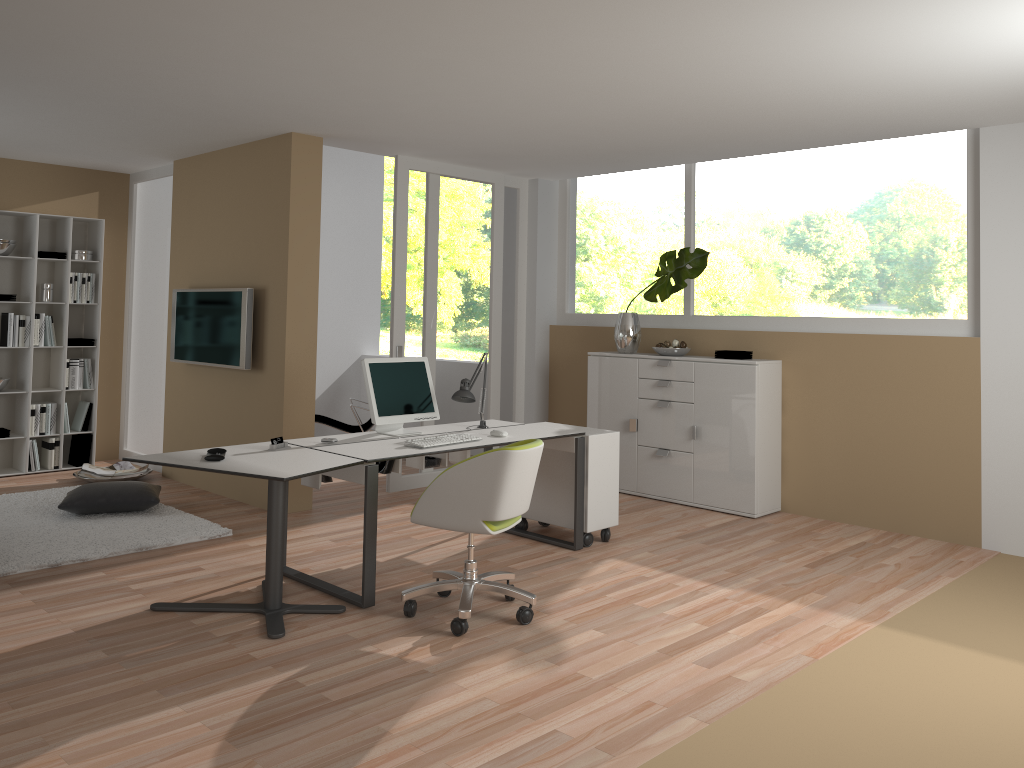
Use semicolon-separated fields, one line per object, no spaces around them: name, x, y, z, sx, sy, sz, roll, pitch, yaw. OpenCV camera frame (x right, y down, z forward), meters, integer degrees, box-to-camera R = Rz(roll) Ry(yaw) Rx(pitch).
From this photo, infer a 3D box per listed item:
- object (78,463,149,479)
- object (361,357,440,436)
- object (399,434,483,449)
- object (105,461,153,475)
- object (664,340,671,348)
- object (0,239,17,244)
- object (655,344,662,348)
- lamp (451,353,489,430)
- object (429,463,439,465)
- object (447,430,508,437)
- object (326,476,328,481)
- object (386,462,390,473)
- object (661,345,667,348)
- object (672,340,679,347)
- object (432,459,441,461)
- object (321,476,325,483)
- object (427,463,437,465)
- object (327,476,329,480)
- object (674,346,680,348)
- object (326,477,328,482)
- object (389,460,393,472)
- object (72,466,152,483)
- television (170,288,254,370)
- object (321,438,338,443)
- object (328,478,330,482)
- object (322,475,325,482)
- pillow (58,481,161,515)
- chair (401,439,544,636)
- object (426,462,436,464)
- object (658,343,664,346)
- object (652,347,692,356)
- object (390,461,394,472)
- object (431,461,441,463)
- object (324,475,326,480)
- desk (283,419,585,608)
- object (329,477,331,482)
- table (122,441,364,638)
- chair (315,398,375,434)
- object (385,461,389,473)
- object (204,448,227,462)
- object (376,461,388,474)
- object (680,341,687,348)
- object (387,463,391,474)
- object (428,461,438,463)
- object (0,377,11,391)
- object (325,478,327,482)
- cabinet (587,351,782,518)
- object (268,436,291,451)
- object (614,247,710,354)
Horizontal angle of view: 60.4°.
object;-3.204;0.708;7.073;0.498;0.097;0.343;0;4;-16
object;-0.644;0.066;5.071;0.197;0.433;0.465;0;0;44
object;-0.455;0.315;4.779;0.388;0.080;0.456;5;5;39
object;-3.180;0.717;7.117;0.500;0.097;0.342;5;6;44
object;1.207;-0.306;6.828;0.053;0.064;0.055;1;0;29
object;-4.229;-1.125;7.207;0.299;0.107;0.299;2;4;9
object;1.152;-0.283;6.894;0.056;0.061;0.055;1;1;-2
lamp;-0.243;0.089;5.204;0.140;0.530;0.539;1;1;9
object;-0.522;0.477;5.325;0.133;0.002;0.119;5;6;44
object;-0.209;0.298;5.050;0.371;0.080;0.140;3;3;23
object;-1.052;0.471;4.784;0.133;0.114;0.039;3;0;44
object;-0.752;0.453;5.090;0.133;0.114;0.039;3;0;44
object;1.172;-0.266;6.795;0.051;0.065;0.056;1;0;-33
object;1.263;-0.310;6.801;0.051;0.067;0.056;1;0;-22
object;-0.516;0.454;5.331;0.133;0.002;0.119;5;6;44
object;-1.065;0.472;4.771;0.133;0.114;0.040;3;0;44
object;-0.521;0.474;5.325;0.133;0.002;0.119;5;6;44
object;-1.047;0.470;4.789;0.133;0.114;0.039;3;0;44
object;1.271;-0.262;6.763;0.054;0.064;0.056;1;0;22
object;-1.053;0.471;4.783;0.133;0.114;0.039;3;0;44
object;-0.739;0.452;5.103;0.133;0.114;0.039;3;0;44
object;-3.198;0.738;7.058;0.585;0.064;0.585;3;5;19
television;-2.272;-0.428;6.611;1.176;0.581;0.054;4;0;44
object;-0.957;0.296;4.614;0.084;0.021;0.047;3;4;24
object;-1.045;0.470;4.791;0.133;0.114;0.039;3;0;44
object;-1.064;0.472;4.771;0.133;0.114;0.039;3;0;44
pillow;-2.677;0.759;5.890;0.608;0.210;0.583;0;4;-20
chair;-0.160;0.660;4.085;0.598;0.813;0.620;1;0;19
object;-0.520;0.468;5.327;0.133;0.002;0.119;5;6;44
object;1.175;-0.293;6.942;0.056;0.065;0.052;1;0;23
object;1.245;-0.253;6.854;0.314;0.064;0.314;2;4;9
object;-0.733;0.452;5.110;0.133;0.114;0.039;3;0;44
object;-0.519;0.466;5.328;0.133;0.002;0.119;5;6;44
object;-1.060;0.471;4.776;0.133;0.114;0.039;3;0;44
desk;-0.413;0.640;4.962;0.805;0.688;1.600;3;3;44
object;-1.040;0.470;4.796;0.133;0.114;0.039;3;0;44
table;-1.192;0.697;4.044;0.927;0.690;0.809;3;2;41
chair;-1.722;0.275;8.463;1.432;0.828;0.692;1;0;-11
object;-0.759;0.453;5.084;0.133;0.114;0.039;3;0;44
object;-1.380;0.329;4.102;0.089;0.030;0.216;0;4;-16
object;-0.762;0.453;5.080;0.133;0.114;0.039;3;0;44
object;1.313;-0.295;6.750;0.053;0.068;0.053;1;0;-38
object;-0.746;0.452;5.097;0.133;0.114;0.039;3;0;44
object;-0.519;0.463;5.329;0.133;0.002;0.119;5;6;44
object;-4.251;0.010;7.156;0.299;0.107;0.299;2;4;9
object;-1.058;0.471;4.778;0.133;0.114;0.039;3;0;44
cabinet;1.269;0.328;6.783;1.525;1.088;0.415;3;0;44
object;-1.160;0.298;4.399;0.049;0.056;0.130;1;3;20
object;1.195;-0.653;6.947;0.859;0.848;0.264;2;-1;41
